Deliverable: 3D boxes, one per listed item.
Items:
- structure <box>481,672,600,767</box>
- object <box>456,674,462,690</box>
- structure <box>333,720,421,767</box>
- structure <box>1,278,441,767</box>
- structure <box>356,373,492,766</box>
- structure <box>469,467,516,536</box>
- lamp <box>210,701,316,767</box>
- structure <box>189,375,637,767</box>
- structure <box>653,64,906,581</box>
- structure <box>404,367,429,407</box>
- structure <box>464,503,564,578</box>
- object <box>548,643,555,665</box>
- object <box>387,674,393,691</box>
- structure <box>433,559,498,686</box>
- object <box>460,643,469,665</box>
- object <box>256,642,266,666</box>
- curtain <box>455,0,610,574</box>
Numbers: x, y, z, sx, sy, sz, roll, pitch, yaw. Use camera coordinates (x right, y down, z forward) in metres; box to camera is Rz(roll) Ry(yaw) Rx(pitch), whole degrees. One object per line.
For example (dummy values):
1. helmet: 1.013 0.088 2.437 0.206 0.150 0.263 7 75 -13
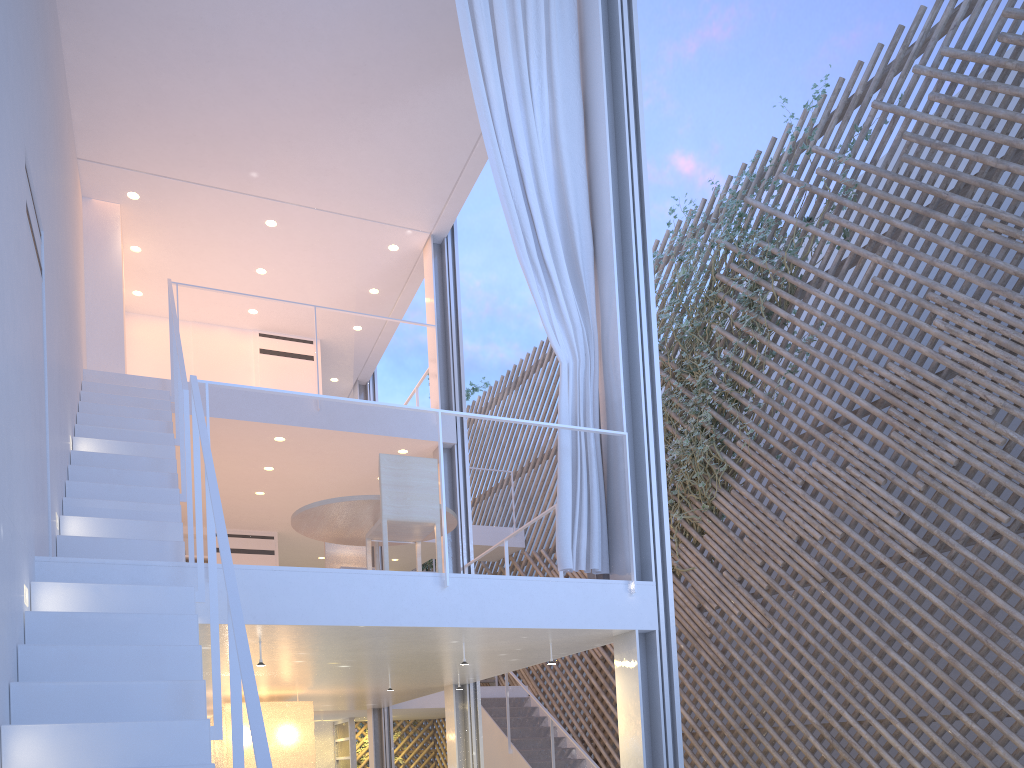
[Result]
1. structure: 0.045 2.505 5.799 1.192 1.814 2.109 2 -16 -30
2. object: -0.251 1.408 3.895 0.029 0.074 0.030 -2 -6 -13
3. structure: -1.312 3.649 8.236 1.147 1.866 0.305 1 -5 -24
4. structure: -0.412 0.346 2.424 1.733 3.055 3.963 0 -16 -23
5. structure: -1.245 2.514 9.305 1.115 4.200 3.545 -1 -11 -26
6. structure: -0.509 0.928 6.658 1.149 0.529 0.028 6 -6 -23
7. lamp: -1.685 2.335 5.279 0.450 0.387 2.515 3 -24 -22
8. structure: 0.077 0.611 1.790 1.371 1.658 1.553 2 -14 -23
9. structure: 1.318 0.023 4.877 0.743 2.526 2.525 0 -13 -32
10. structure: -0.707 0.406 5.479 0.028 0.507 1.856 -2 -21 -24
11. structure: 0.090 0.894 3.718 0.028 0.507 1.853 -2 -21 -24
12. object: -0.970 1.602 3.428 1.689 0.751 2.004 7 -23 -24
13. object: -0.559 1.364 3.762 0.029 0.074 0.030 -2 -6 -13
14. structure: -0.707 2.055 7.733 0.536 1.753 1.343 0 -11 -29
15. object: -0.166 0.933 2.847 0.029 0.074 0.030 -2 -6 -13
16. object: -0.788 0.845 2.579 0.029 0.074 0.030 -2 -6 -13
17. curtain: 0.057 -0.502 2.813 0.514 2.262 0.101 -1 -3 -27
